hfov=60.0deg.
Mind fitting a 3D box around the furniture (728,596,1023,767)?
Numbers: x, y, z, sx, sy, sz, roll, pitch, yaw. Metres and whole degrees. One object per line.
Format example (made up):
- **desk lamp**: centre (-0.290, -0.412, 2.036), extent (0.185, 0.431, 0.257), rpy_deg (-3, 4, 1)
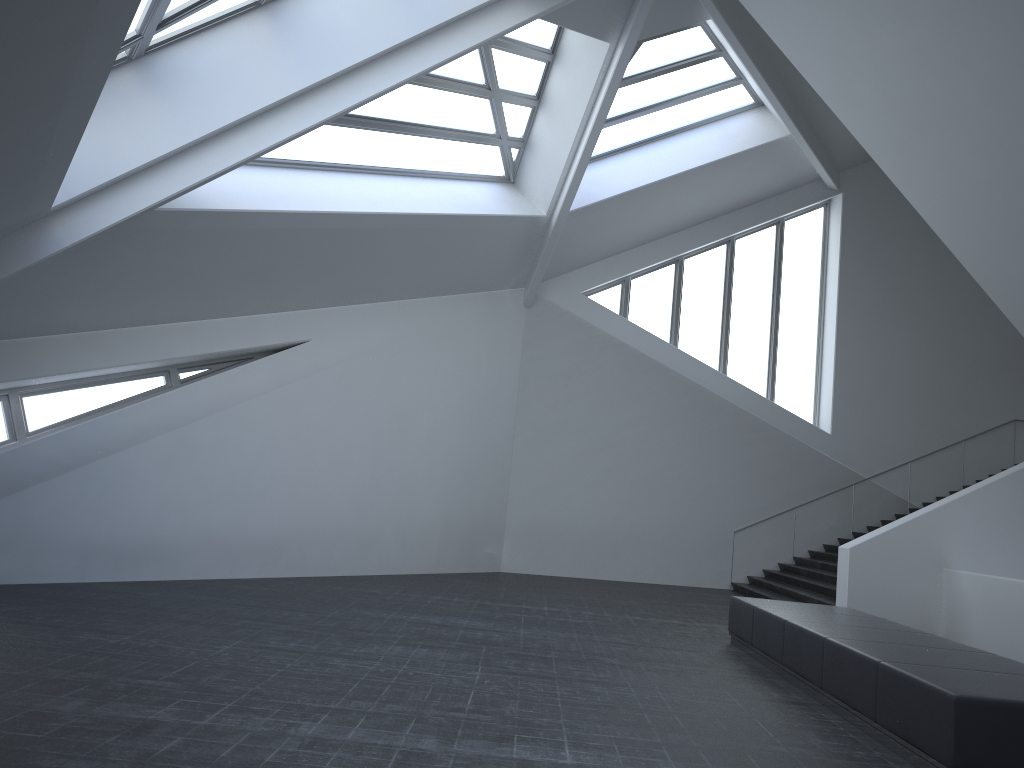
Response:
- **furniture**: centre (3.384, 2.593, 8.087), extent (1.488, 0.580, 5.742), rpy_deg (5, -8, 1)
